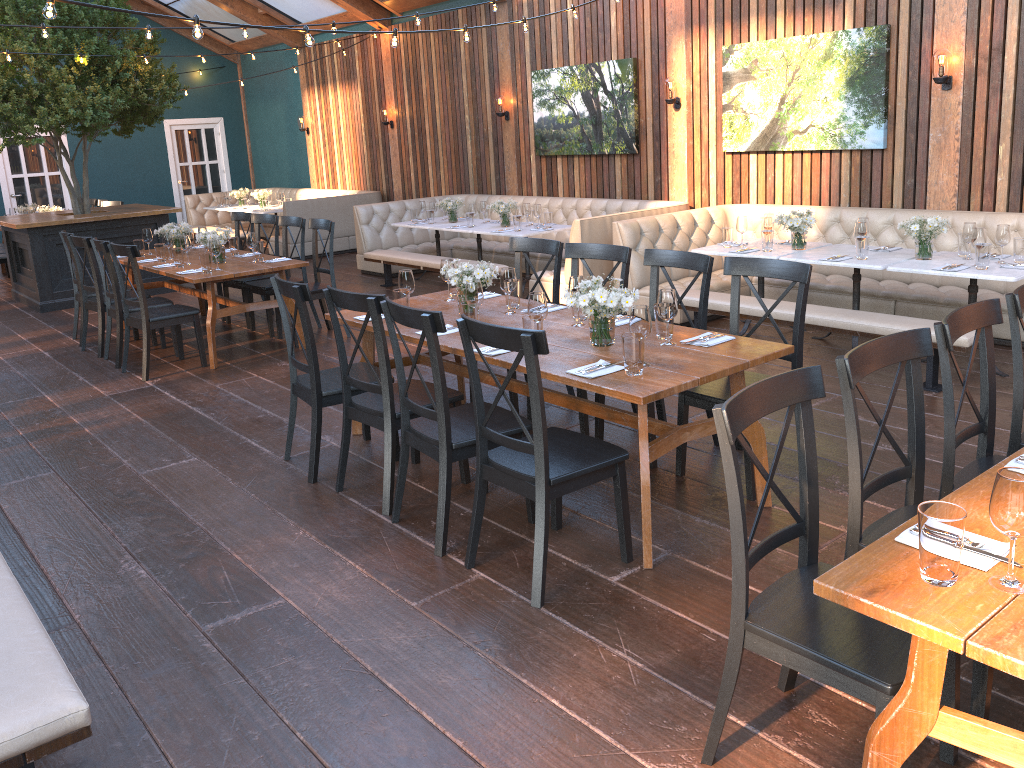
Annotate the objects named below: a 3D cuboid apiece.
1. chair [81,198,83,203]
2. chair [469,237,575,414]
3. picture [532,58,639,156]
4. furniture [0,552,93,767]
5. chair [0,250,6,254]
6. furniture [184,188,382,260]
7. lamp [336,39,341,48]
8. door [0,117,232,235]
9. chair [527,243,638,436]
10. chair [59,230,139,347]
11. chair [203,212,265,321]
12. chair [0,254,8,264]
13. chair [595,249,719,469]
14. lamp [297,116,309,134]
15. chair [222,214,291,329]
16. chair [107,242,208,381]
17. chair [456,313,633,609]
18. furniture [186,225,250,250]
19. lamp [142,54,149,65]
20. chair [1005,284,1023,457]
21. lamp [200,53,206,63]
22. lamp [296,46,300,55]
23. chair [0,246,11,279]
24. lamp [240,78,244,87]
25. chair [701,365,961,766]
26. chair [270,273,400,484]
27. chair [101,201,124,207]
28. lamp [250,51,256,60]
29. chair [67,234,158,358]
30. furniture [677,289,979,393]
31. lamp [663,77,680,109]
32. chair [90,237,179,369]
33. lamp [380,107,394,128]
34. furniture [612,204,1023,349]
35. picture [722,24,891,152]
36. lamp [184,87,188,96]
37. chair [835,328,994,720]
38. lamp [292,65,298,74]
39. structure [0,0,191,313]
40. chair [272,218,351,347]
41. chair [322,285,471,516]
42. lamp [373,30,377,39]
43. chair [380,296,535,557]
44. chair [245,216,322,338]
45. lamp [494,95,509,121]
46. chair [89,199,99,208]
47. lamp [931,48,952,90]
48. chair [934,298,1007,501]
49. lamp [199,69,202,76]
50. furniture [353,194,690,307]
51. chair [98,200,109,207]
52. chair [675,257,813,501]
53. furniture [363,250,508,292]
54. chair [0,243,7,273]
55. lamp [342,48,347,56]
[{"bbox_3d":[-6.705,-2.326,13.597,0.544,1.005,0.480,-16,18,-42],"label":"chair"},{"bbox_3d":[0.034,-0.366,5.472,0.544,1.005,0.481,-14,17,-37],"label":"chair"},{"bbox_3d":[0.800,-3.111,10.053,0.065,0.983,1.663,-13,18,-37],"label":"picture"},{"bbox_3d":[-1.877,0.782,3.003,0.315,0.393,2.347,-14,19,-37],"label":"furniture"},{"bbox_3d":[-6.988,-1.834,11.961,0.544,1.005,0.480,-16,18,-42],"label":"chair"},{"bbox_3d":[-3.844,-2.744,14.736,1.723,0.846,4.190,-15,20,-37],"label":"furniture"},{"bbox_3d":[-2.400,-4.724,12.269,0.064,0.117,0.057,-11,15,-29],"label":"lamp"},{"bbox_3d":[-8.711,-3.192,14.886,8.238,2.177,0.175,-16,18,-37],"label":"door"},{"bbox_3d":[0.388,-0.263,5.044,0.544,1.005,0.480,-16,18,-42],"label":"chair"},{"bbox_3d":[-3.814,-0.919,8.162,0.543,1.005,0.481,-12,16,-32],"label":"chair"},{"bbox_3d":[-2.837,-1.201,8.933,0.544,1.005,0.481,-14,17,-37],"label":"chair"},{"bbox_3d":[-6.595,-1.742,11.562,0.544,1.005,0.481,-14,17,-37],"label":"chair"},{"bbox_3d":[0.742,-0.160,4.617,0.543,1.005,0.481,-12,16,-32],"label":"chair"},{"bbox_3d":[-3.610,-4.472,15.275,0.179,0.315,0.147,-14,17,-37],"label":"lamp"},{"bbox_3d":[-2.482,-1.098,8.506,0.544,1.005,0.480,-16,18,-42],"label":"chair"},{"bbox_3d":[-2.760,-0.607,6.873,0.544,1.005,0.480,-16,18,-42],"label":"chair"},{"bbox_3d":[0.124,0.224,3.422,0.544,1.005,0.481,-14,17,-37],"label":"chair"},{"bbox_3d":[-4.710,-2.282,14.136,0.315,0.393,2.347,-14,19,-37],"label":"furniture"},{"bbox_3d":[-4.103,-3.645,9.927,0.056,0.117,0.060,6,17,36],"label":"lamp"},{"bbox_3d":[2.123,0.148,3.277,0.481,1.005,0.543,-14,17,-37],"label":"chair"},{"bbox_3d":[-3.673,-3.877,10.526,0.060,0.117,0.057,-7,14,-14],"label":"lamp"},{"bbox_3d":[-2.836,-4.415,11.710,0.056,0.119,0.057,5,16,33],"label":"lamp"},{"bbox_3d":[-7.353,-1.934,12.378,0.543,1.005,0.481,-12,16,-32],"label":"chair"},{"bbox_3d":[-3.806,-4.255,12.471,0.056,0.119,0.057,4,15,28],"label":"lamp"},{"bbox_3d":[0.825,0.521,2.254,0.482,1.005,0.543,-16,18,-42],"label":"chair"},{"bbox_3d":[-0.943,-0.082,4.694,0.542,1.005,0.482,-11,16,-30],"label":"chair"},{"bbox_3d":[-5.646,-2.009,12.290,0.479,1.005,0.546,6,16,33],"label":"chair"},{"bbox_3d":[-3.249,-4.130,11.115,0.057,0.115,0.068,-15,18,-40],"label":"lamp"},{"bbox_3d":[-3.488,-0.808,7.713,0.544,1.005,0.480,-16,18,-42],"label":"chair"},{"bbox_3d":[1.992,-0.332,6.054,0.315,0.393,2.347,-14,19,-37],"label":"furniture"},{"bbox_3d":[1.619,-2.950,8.970,0.179,0.315,0.147,-14,17,-37],"label":"lamp"},{"bbox_3d":[-3.114,-0.711,7.300,0.543,1.005,0.481,-13,16,-35],"label":"chair"},{"bbox_3d":[-1.871,-3.966,13.178,0.179,0.315,0.147,-14,17,-37],"label":"lamp"},{"bbox_3d":[2.840,-0.799,6.677,1.723,0.846,4.190,-15,20,-37],"label":"furniture"},{"bbox_3d":[2.571,-2.598,7.927,0.065,0.983,1.663,-13,18,-37],"label":"picture"},{"bbox_3d":[-4.519,-4.052,12.258,0.056,0.119,0.057,4,15,27],"label":"lamp"},{"bbox_3d":[1.257,0.397,2.595,0.481,1.005,0.543,-14,17,-37],"label":"chair"},{"bbox_3d":[-3.108,-4.508,12.674,0.066,0.116,0.057,4,15,27],"label":"lamp"},{"bbox_3d":[-5.193,-2.871,10.437,2.729,3.643,2.879,-11,16,-29],"label":"structure"},{"bbox_3d":[-1.774,-0.892,7.651,0.543,1.005,0.481,-12,16,-32],"label":"chair"},{"bbox_3d":[-0.561,0.016,4.279,0.544,1.005,0.480,-15,18,-40],"label":"chair"},{"bbox_3d":[-1.986,-5.072,12.835,0.056,0.118,0.057,-6,14,-9],"label":"lamp"},{"bbox_3d":[-0.235,0.122,3.845,0.543,1.005,0.481,-12,16,-32],"label":"chair"},{"bbox_3d":[-2.128,-0.995,8.078,0.544,1.005,0.481,-14,17,-37],"label":"chair"},{"bbox_3d":[-0.133,-3.460,11.082,0.179,0.315,0.147,-14,17,-37],"label":"lamp"},{"bbox_3d":[-6.351,-2.223,13.170,0.543,1.005,0.481,-12,16,-32],"label":"chair"},{"bbox_3d":[3.349,-2.447,6.884,0.179,0.315,0.147,-14,17,-37],"label":"lamp"},{"bbox_3d":[1.690,0.272,2.936,0.482,1.005,0.543,-16,18,-42],"label":"chair"},{"bbox_3d":[-5.832,-5.840,16.576,0.056,0.119,0.057,5,16,33],"label":"lamp"},{"bbox_3d":[-0.022,-1.632,10.128,1.723,0.846,4.190,-15,20,-37],"label":"furniture"},{"bbox_3d":[-5.996,-2.120,12.742,0.544,1.005,0.481,-14,17,-37],"label":"chair"},{"bbox_3d":[1.097,-0.056,4.190,0.544,1.005,0.481,-14,17,-37],"label":"chair"},{"bbox_3d":[-0.867,-1.164,9.502,0.315,0.393,2.347,-14,19,-37],"label":"furniture"},{"bbox_3d":[-7.646,-2.055,12.854,0.543,1.005,0.481,-12,16,-32],"label":"chair"},{"bbox_3d":[-2.440,-4.824,12.856,0.074,0.113,0.057,-12,16,-31],"label":"lamp"}]
